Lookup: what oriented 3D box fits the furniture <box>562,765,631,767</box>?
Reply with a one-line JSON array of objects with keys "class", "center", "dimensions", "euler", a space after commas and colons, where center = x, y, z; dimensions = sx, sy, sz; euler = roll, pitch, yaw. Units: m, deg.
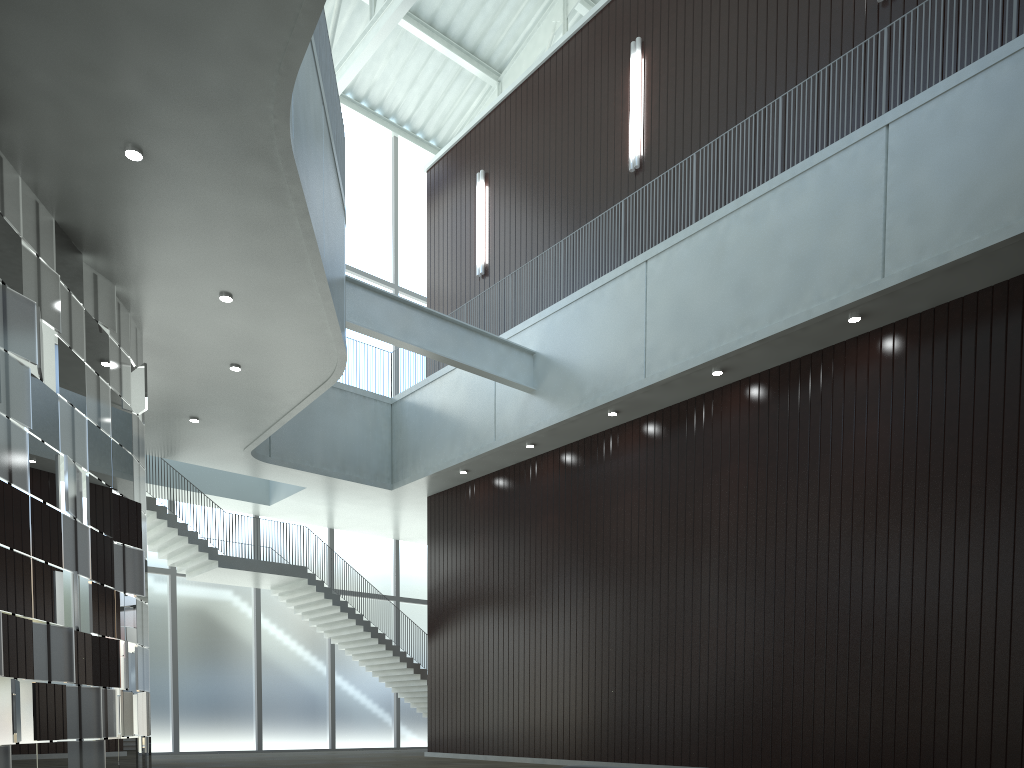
[{"class": "furniture", "center": [4.359, 18.907, 38.461], "dimensions": [2.193, 1.028, 4.192], "euler": [14, -25, -37]}]
